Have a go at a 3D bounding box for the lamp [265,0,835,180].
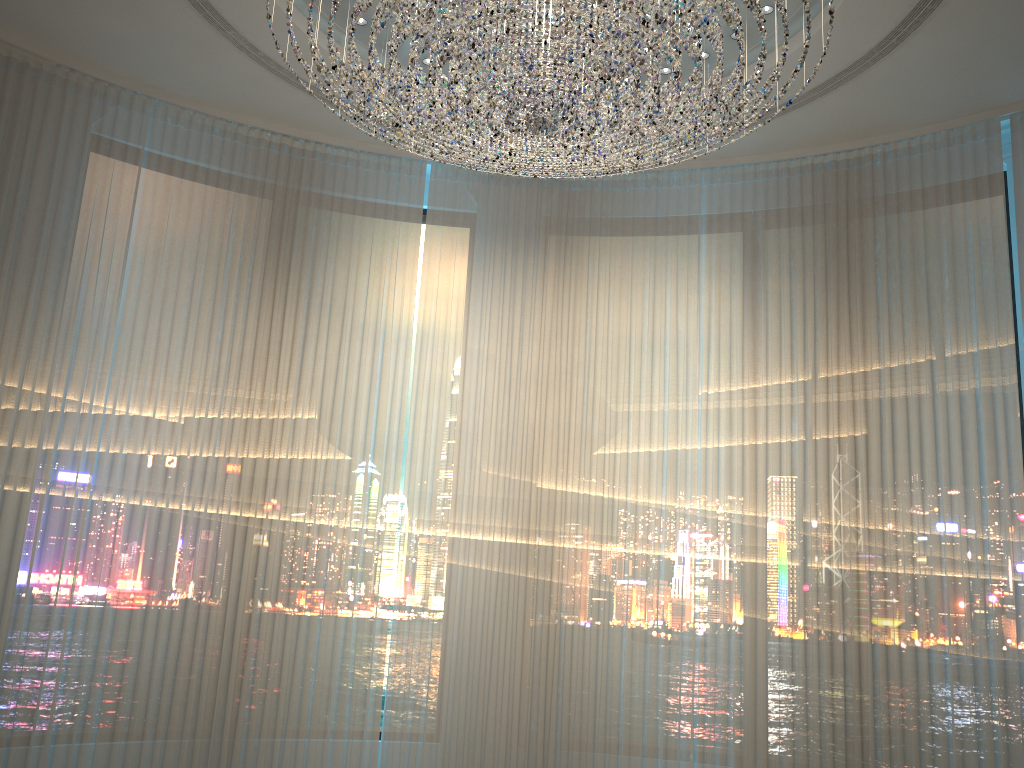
[{"bbox_3d":[0.117,-1.184,3.018,2.109,0.685,2.109,15,-17,-42],"label":"lamp"}]
